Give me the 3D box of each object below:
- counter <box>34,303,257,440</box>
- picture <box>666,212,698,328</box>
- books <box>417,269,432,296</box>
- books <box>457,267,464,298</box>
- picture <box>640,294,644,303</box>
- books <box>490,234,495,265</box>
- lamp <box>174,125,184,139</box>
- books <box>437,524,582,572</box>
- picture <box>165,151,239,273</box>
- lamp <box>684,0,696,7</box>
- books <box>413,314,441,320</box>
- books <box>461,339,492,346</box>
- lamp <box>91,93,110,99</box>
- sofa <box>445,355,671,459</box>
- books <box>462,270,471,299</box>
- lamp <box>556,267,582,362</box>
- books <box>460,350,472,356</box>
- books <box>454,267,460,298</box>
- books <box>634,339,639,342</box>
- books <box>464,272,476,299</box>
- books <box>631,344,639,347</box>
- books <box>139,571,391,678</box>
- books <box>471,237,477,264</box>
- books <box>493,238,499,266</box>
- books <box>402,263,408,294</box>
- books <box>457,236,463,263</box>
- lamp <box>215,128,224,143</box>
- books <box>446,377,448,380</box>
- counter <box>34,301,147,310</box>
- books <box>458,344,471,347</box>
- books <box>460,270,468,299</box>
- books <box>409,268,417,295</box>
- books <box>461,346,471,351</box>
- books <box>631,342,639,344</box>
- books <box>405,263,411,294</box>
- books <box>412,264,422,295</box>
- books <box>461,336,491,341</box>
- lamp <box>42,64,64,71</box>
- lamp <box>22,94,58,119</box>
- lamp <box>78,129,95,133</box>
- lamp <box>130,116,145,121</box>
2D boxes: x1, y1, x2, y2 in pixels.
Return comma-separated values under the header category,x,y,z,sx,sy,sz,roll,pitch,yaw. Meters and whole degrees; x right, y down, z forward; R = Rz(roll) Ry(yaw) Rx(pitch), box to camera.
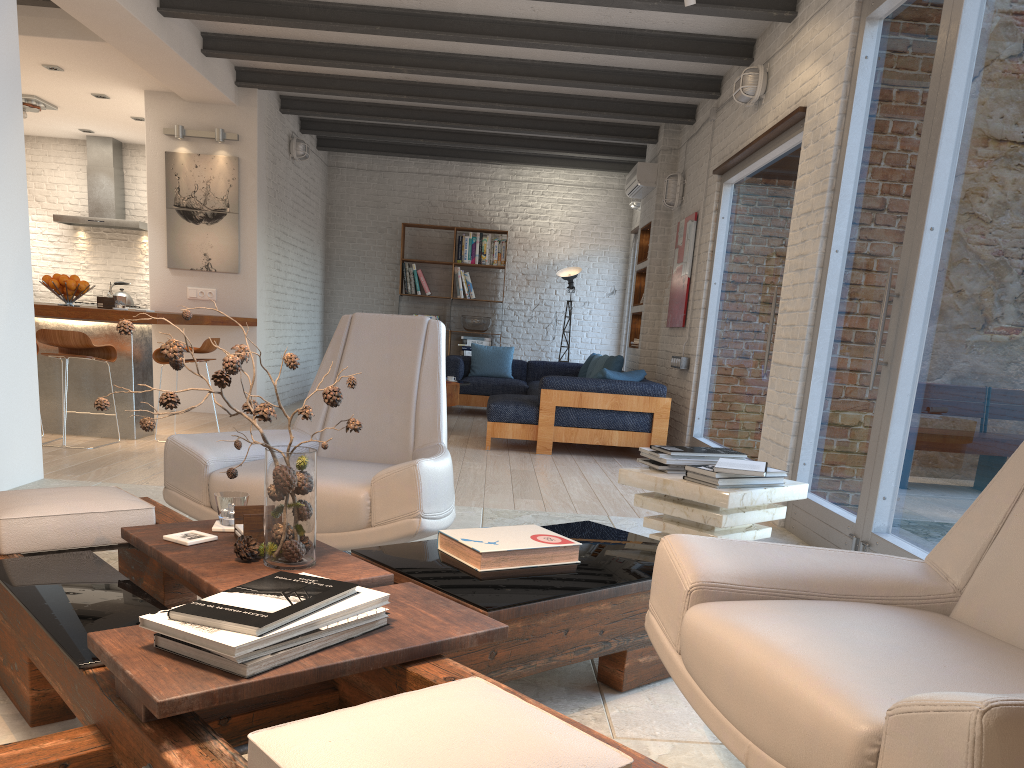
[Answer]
category,x,y,z,sx,sy,sz,roll,pitch,yaw
counter,-3.251,-0.140,7.082,1.686,0.947,2.427,4,5,-2
picture,1.528,-1.001,7.883,0.019,0.990,0.719,4,10,-1
books,-1.122,-1.293,11.169,0.195,0.329,0.246,4,10,-2
books,-0.658,-1.288,11.150,0.103,0.395,0.236,4,11,-1
picture,1.450,-0.970,9.278,0.102,0.252,0.187,2,10,-11
books,-0.248,-1.694,11.072,0.036,0.395,0.236,4,11,-1
lamp,-2.957,-2.239,7.751,0.079,0.107,0.078,9,11,26
books,-0.009,0.460,2.472,0.326,0.058,0.248,2,4,-31
picture,-2.828,-1.559,7.969,0.655,1.048,0.019,4,13,-2
lamp,0.958,-2.098,4.705,0.086,0.133,0.058,-5,15,-40
books,-1.096,-0.857,11.253,0.326,0.057,0.248,4,4,1
books,-0.464,-0.539,11.344,0.380,0.066,0.237,4,4,-7
lamp,-3.800,-2.678,8.053,0.124,0.057,0.120,4,5,-2
sofa,0.211,0.132,9.026,2.080,0.680,3.842,4,4,-1
books,-0.585,-1.267,11.175,0.125,0.359,0.263,4,10,-1
lamp,0.837,-0.538,11.003,0.504,1.904,0.841,-3,14,-29
books,-0.472,-0.395,11.359,0.380,0.066,0.237,3,4,-15
books,-0.696,-1.293,11.172,0.101,0.396,0.236,4,11,-1
books,1.373,-0.462,9.326,0.132,0.035,0.201,5,4,9
books,-0.537,-1.254,11.165,0.158,0.339,0.246,4,10,-1
books,1.360,-0.410,9.344,0.162,0.017,0.246,5,3,9
books,-0.430,0.428,1.605,0.247,0.077,0.395,7,5,31
books,-0.485,-1.684,11.080,0.055,0.340,0.246,4,10,-1
books,-0.204,-1.663,11.074,0.055,0.340,0.246,4,10,-1
books,-1.355,-1.342,11.135,0.091,0.396,0.236,4,11,-1
books,-0.656,-1.696,11.074,0.055,0.340,0.246,4,10,-1
lamp,-2.603,-2.213,7.764,0.079,0.107,0.078,9,11,26
books,-0.768,-0.062,9.478,0.230,0.023,0.159,1,5,-43
counter,-5.124,-0.835,9.164,3.523,0.072,3.242,4,3,-2
books,-0.476,-0.496,11.336,0.444,0.021,0.264,4,3,-2
books,-0.606,-1.268,11.166,0.125,0.359,0.263,4,10,-1
books,-1.269,-1.312,11.170,0.102,0.344,0.246,4,10,-1
books,-0.495,-0.458,11.333,0.327,0.057,0.247,4,4,-7
books,1.370,-0.435,9.326,0.171,0.019,0.230,4,3,0
books,-1.318,-1.340,11.144,0.091,0.396,0.236,4,11,-1
books,-1.212,-1.329,11.136,0.121,0.393,0.236,4,11,-1
books,-0.465,-0.591,11.328,0.380,0.037,0.237,4,4,-2
lamp,-3.784,-2.626,7.187,0.124,0.057,0.120,4,5,-2
lamp,-4.744,-2.671,8.469,0.450,0.175,0.438,4,5,-2
lamp,-4.759,-2.849,9.751,0.124,0.057,0.120,4,5,-2
lamp,-3.816,-2.730,8.919,0.124,0.057,0.120,4,5,-2
